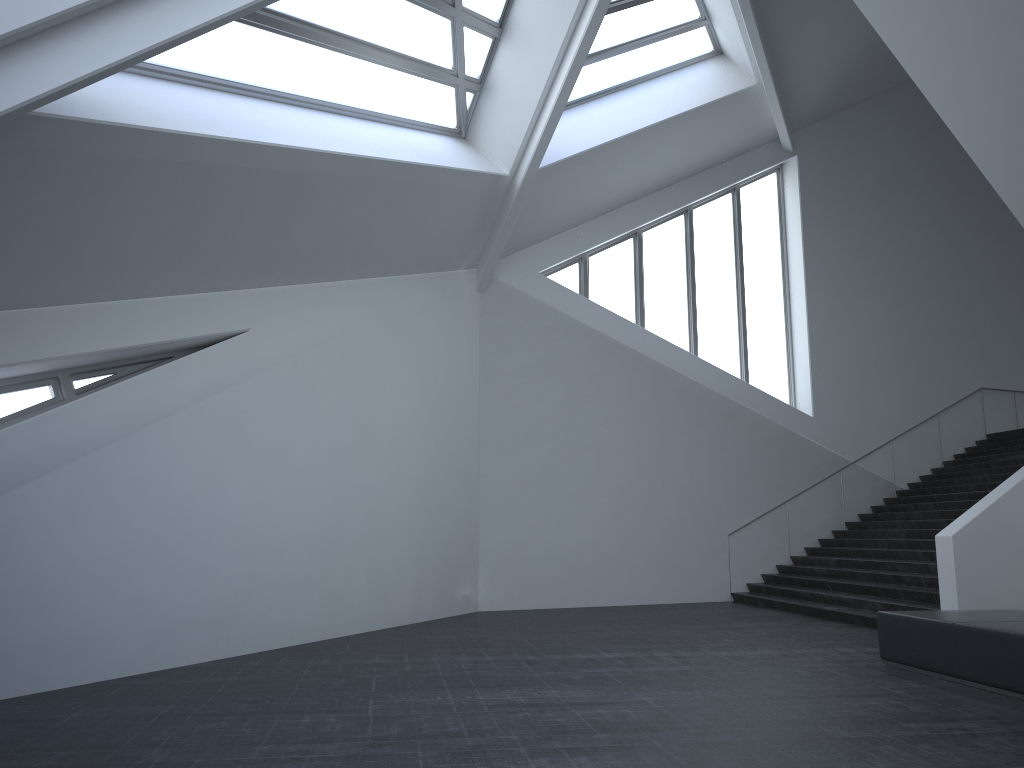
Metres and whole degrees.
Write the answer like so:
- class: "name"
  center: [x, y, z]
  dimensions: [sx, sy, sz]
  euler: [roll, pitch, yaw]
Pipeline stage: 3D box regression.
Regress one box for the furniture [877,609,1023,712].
- class: "furniture"
  center: [4.596, 1.971, 5.633]
  dimensions: [1.488, 0.580, 5.742]
  euler: [1, -10, -8]
